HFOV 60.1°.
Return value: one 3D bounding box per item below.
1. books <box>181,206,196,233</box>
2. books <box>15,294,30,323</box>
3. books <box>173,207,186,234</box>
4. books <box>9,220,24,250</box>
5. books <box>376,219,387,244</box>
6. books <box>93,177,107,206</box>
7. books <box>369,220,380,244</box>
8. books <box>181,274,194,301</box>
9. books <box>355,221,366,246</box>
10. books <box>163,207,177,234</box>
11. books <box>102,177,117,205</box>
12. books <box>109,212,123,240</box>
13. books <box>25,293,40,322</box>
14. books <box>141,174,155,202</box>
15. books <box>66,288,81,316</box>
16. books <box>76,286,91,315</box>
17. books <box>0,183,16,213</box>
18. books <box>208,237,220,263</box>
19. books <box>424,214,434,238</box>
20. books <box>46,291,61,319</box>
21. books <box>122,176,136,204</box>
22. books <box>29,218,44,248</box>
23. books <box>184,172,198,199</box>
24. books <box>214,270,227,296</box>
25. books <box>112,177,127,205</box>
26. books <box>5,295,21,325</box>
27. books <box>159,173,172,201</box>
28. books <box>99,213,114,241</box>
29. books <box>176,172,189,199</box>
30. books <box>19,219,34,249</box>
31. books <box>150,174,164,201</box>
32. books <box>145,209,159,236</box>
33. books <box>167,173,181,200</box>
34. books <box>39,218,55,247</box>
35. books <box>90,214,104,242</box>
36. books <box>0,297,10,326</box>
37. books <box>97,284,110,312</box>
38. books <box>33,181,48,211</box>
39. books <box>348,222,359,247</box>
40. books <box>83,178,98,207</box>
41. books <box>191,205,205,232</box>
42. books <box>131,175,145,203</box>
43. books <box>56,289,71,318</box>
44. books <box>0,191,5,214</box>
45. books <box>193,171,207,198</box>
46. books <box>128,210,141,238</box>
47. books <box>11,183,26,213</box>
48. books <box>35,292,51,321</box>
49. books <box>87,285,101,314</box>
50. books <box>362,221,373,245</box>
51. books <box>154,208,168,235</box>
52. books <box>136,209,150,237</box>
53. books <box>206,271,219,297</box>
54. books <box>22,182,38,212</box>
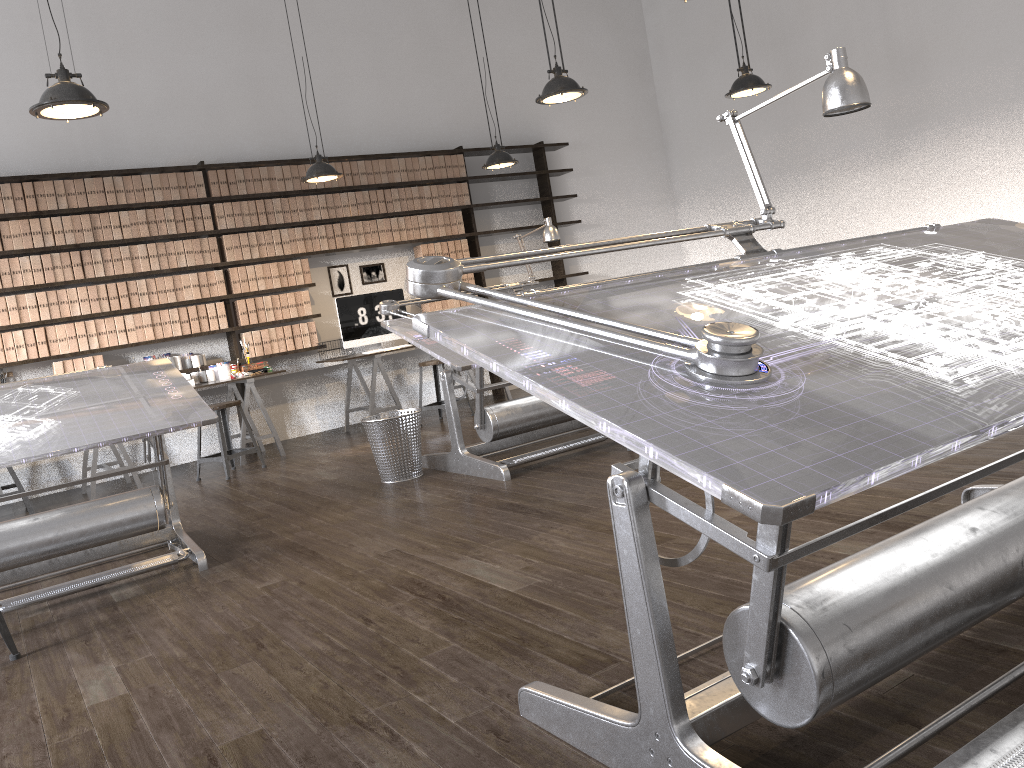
[{"bbox_3d":[-2.690,-1.347,7.329,0.067,0.225,0.174,-11,4,-31],"label":"books"},{"bbox_3d":[-3.688,-0.556,6.676,0.067,0.225,0.174,-11,4,-31],"label":"books"},{"bbox_3d":[-2.755,-1.333,7.294,0.067,0.225,0.174,-11,4,-31],"label":"books"},{"bbox_3d":[-3.738,-1.108,6.677,0.067,0.225,0.174,-11,4,-31],"label":"books"},{"bbox_3d":[-1.239,-1.405,8.222,0.067,0.225,0.174,-11,4,-31],"label":"books"},{"bbox_3d":[-3.259,-1.500,6.988,0.067,0.225,0.174,-11,4,-31],"label":"books"},{"bbox_3d":[-1.302,-1.390,8.184,0.067,0.225,0.174,-11,4,-31],"label":"books"},{"bbox_3d":[-2.693,-0.783,7.295,0.067,0.225,0.174,-11,4,-31],"label":"books"},{"bbox_3d":[-1.418,-1.364,8.109,0.067,0.225,0.174,-11,4,-31],"label":"books"},{"bbox_3d":[-2.812,-1.319,7.253,0.067,0.225,0.174,-11,4,-31],"label":"books"},{"bbox_3d":[-3.199,-1.514,7.026,0.067,0.225,0.174,-11,4,-31],"label":"books"},{"bbox_3d":[-3.156,-1.241,7.038,0.067,0.225,0.174,-11,4,-31],"label":"books"},{"bbox_3d":[-3.634,-0.568,6.707,0.067,0.225,0.174,-11,4,-31],"label":"books"},{"bbox_3d":[-2.964,-1.568,7.175,0.067,0.225,0.174,-11,4,-31],"label":"books"},{"bbox_3d":[-3.398,-0.622,6.855,0.067,0.225,0.174,-11,4,-31],"label":"books"},{"bbox_3d":[-3.336,-0.636,6.890,0.067,0.225,0.174,-11,4,-31],"label":"books"},{"bbox_3d":[-3.792,-1.378,6.658,0.067,0.225,0.174,-11,4,-31],"label":"books"},{"bbox_3d":[-2.515,-1.107,7.426,0.067,0.225,0.174,-11,4,-31],"label":"books"},{"bbox_3d":[-0.829,-1.498,8.478,0.067,0.225,0.174,-11,4,-31],"label":"books"},{"bbox_3d":[-3.516,-0.595,6.783,0.067,0.225,0.174,-11,4,-31],"label":"books"},{"bbox_3d":[-3.084,-1.541,7.107,0.067,0.225,0.174,-11,4,-31],"label":"books"},{"bbox_3d":[-3.623,-1.134,6.744,0.067,0.225,0.174,-11,4,-31],"label":"books"},{"bbox_3d":[-2.681,-1.633,7.357,0.067,0.225,0.174,-11,4,-31],"label":"books"},{"bbox_3d":[-2.464,-0.835,7.435,0.067,0.225,0.174,-11,4,-31],"label":"books"},{"bbox_3d":[-3.140,-1.527,7.067,0.067,0.225,0.174,-11,4,-31],"label":"books"},{"bbox_3d":[-3.741,-0.543,6.637,0.067,0.225,0.174,-11,4,-31],"label":"books"},{"bbox_3d":[-2.852,-1.594,7.249,0.067,0.225,0.174,-11,4,-31],"label":"books"},{"bbox_3d":[-3.217,-1.227,7.004,0.067,0.225,0.174,-11,4,-31],"label":"books"},{"bbox_3d":[-2.740,-1.619,7.320,0.067,0.225,0.174,-11,4,-31],"label":"books"},{"bbox_3d":[-3.683,-1.120,6.706,0.067,0.225,0.174,-11,4,-31],"label":"books"},{"bbox_3d":[-2.904,-1.581,7.215,0.067,0.225,0.174,-11,4,-31],"label":"books"},{"bbox_3d":[-2.933,-1.292,7.183,0.067,0.225,0.174,-11,4,-31],"label":"books"},{"bbox_3d":[-2.794,-1.606,7.280,0.067,0.225,0.174,-11,4,-31],"label":"books"},{"bbox_3d":[-3.564,-1.148,6.785,0.067,0.225,0.174,-11,4,-31],"label":"books"},{"bbox_3d":[-3.276,-1.214,6.969,0.067,0.225,0.174,-11,4,-31],"label":"books"},{"bbox_3d":[-3.801,-0.530,6.606,0.067,0.225,0.174,-11,4,-31],"label":"books"},{"bbox_3d":[-3.225,-0.662,6.964,0.067,0.225,0.174,-11,4,-31],"label":"books"},{"bbox_3d":[-3.611,-1.420,6.777,0.067,0.225,0.174,-11,4,-31],"label":"books"},{"bbox_3d":[-1.477,-1.350,8.069,0.067,0.225,0.174,-11,4,-31],"label":"books"},{"bbox_3d":[-3.315,-1.488,6.959,0.067,0.225,0.174,-11,4,-31],"label":"books"},{"bbox_3d":[-2.630,-1.361,7.372,0.067,0.225,0.174,-11,4,-31],"label":"books"},{"bbox_3d":[-3.024,-1.554,7.142,0.067,0.225,0.174,-11,4,-31],"label":"books"},{"bbox_3d":[-3.458,-0.608,6.821,0.067,0.225,0.174,-11,4,-31],"label":"books"},{"bbox_3d":[-3.854,-1.365,6.624,0.067,0.225,0.174,-11,4,-31],"label":"books"},{"bbox_3d":[-2.620,-1.646,7.391,0.067,0.225,0.174,-11,4,-31],"label":"books"},{"bbox_3d":[-3.045,-1.266,7.111,0.067,0.225,0.174,-11,4,-31],"label":"books"},{"bbox_3d":[-3.735,-1.392,6.699,0.067,0.225,0.174,-11,4,-31],"label":"books"},{"bbox_3d":[-3.573,-0.582,6.743,0.067,0.225,0.174,-11,4,-31],"label":"books"},{"bbox_3d":[-3.275,-0.649,6.927,0.067,0.225,0.174,-11,4,-31],"label":"books"},{"bbox_3d":[-1.362,-1.377,8.149,0.067,0.225,0.174,-11,4,-31],"label":"books"},{"bbox_3d":[-2.874,-1.306,7.220,0.067,0.225,0.174,-11,4,-31],"label":"books"},{"bbox_3d":[-2.986,-1.279,7.142,0.067,0.225,0.174,-11,4,-31],"label":"books"},{"bbox_3d":[-2.522,-0.822,7.407,0.067,0.225,0.174,-11,4,-31],"label":"books"},{"bbox_3d":[-3.670,-1.406,6.733,0.067,0.225,0.174,-11,4,-31],"label":"books"}]
